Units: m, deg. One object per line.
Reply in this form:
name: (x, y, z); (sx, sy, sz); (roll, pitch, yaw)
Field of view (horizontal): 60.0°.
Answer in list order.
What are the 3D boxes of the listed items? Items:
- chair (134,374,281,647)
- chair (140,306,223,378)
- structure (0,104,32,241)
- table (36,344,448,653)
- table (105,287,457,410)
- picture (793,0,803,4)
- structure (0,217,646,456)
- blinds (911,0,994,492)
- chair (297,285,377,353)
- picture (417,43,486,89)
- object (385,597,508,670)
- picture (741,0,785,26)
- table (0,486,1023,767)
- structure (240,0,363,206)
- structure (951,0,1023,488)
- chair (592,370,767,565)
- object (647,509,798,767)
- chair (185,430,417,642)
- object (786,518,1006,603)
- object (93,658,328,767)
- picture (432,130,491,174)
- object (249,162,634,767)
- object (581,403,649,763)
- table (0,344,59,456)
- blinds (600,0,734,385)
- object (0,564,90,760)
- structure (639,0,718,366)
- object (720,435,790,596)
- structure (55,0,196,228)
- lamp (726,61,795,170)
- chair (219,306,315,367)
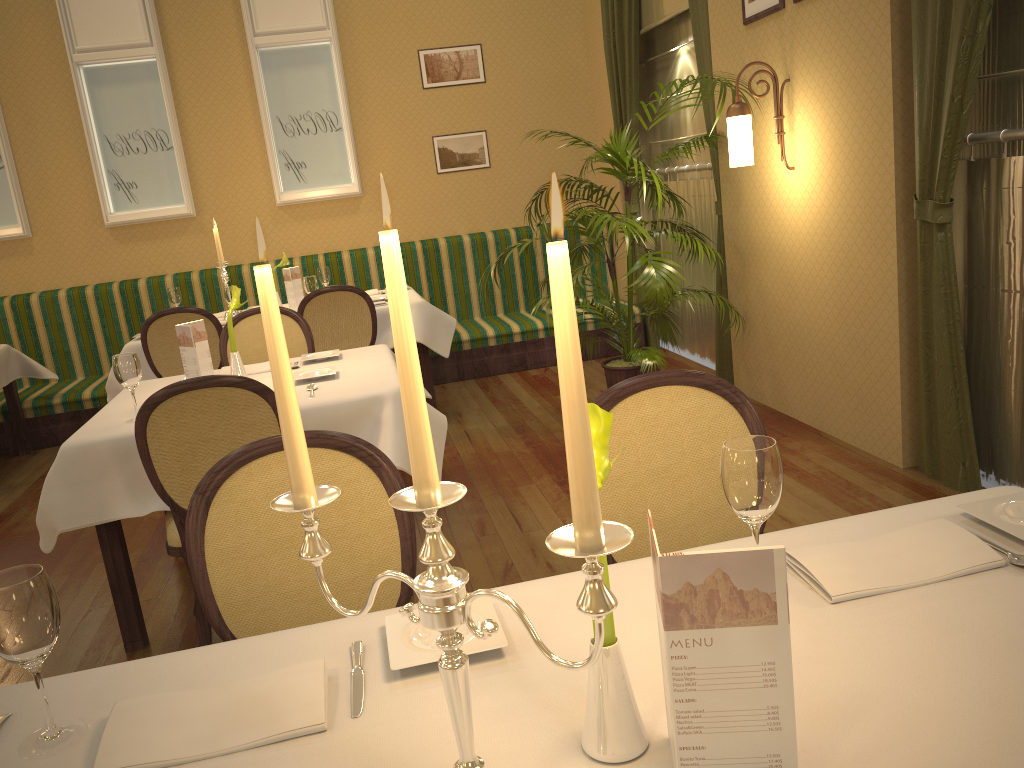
chair: (-0.896, 0.392, 2.894); (0.530, 0.955, 0.571); (-9, 13, -9)
chair: (-1.826, -0.003, 5.156); (0.530, 0.955, 0.571); (-9, 13, -9)
structure: (-4.086, -2.486, 6.225); (0.687, 2.985, 0.200); (-9, 13, -9)
table: (-0.943, 0.373, 3.441); (1.395, 0.759, 1.389); (-9, 13, -8)
table: (-1.402, -0.096, 5.767); (2.152, 0.759, 1.385); (-9, 13, -9)
picture: (1.276, -1.978, 3.742); (0.022, 0.619, 0.412); (-9, 13, -9)
structure: (-6.174, 0.332, 5.945); (14.516, 1.031, 0.850); (-9, 13, -9)
blinds: (1.609, -1.662, 2.389); (0.129, 4.537, 1.878); (-9, 13, -9)
chair: (-1.000, -0.131, 5.261); (0.530, 0.955, 0.571); (-9, 13, -9)
picture: (-0.468, -2.481, 6.927); (0.504, 0.294, 0.008); (-9, 13, -9)
object: (-0.096, 0.360, 1.261); (0.160, 0.024, 0.160); (-9, 13, -9)
picture: (1.178, -2.077, 4.232); (0.022, 0.619, 0.412); (-9, 13, -9)
table: (0.217, 0.778, 1.003); (2.152, 0.759, 1.385); (-9, 13, -9)
structure: (-1.685, -2.879, 6.623); (0.670, 2.985, 0.200); (-9, 13, -9)
structure: (1.725, -1.670, 2.418); (0.134, 4.511, 1.900); (-9, 13, -9)
chair: (0.425, 0.488, 1.732); (0.530, 0.955, 0.571); (-9, 13, -9)
object: (0.182, 0.282, 0.877); (0.081, 0.277, 0.166); (-17, 16, -37)
chair: (-0.327, 0.612, 1.607); (0.530, 0.955, 0.571); (-9, 13, -9)
object: (0.564, 0.260, 1.321); (0.273, 0.033, 0.142); (-9, 13, -9)
object: (-0.374, 0.422, 1.129); (0.273, 0.033, 0.142); (-9, 13, -9)
picture: (-0.402, -1.848, 7.068); (0.437, 0.294, 0.008); (-9, 13, -9)
object: (-0.070, 0.139, 0.800); (0.390, 0.655, 0.131); (6, 18, 45)
object: (0.102, 0.213, 0.997); (0.076, 0.375, 0.163); (-4, 13, 12)
table: (-4.031, 0.335, 5.331); (2.152, 0.759, 1.385); (-9, 13, -9)
blinds: (0.948, -2.343, 5.766); (0.225, 4.537, 1.934); (-9, 13, -10)
object: (-0.607, 0.349, 1.123); (0.088, 0.229, 0.088); (3, 16, 37)
structure: (1.060, -2.350, 5.789); (0.123, 4.511, 1.942); (-9, 13, -9)
object: (0.349, 0.194, 1.277); (0.088, 0.229, 0.088); (3, 16, 37)
structure: (-2.921, -2.677, 6.418); (0.661, 2.985, 0.200); (-9, 13, -9)
lamp: (1.161, -1.255, 4.195); (0.323, 0.513, 0.114); (-12, 13, -20)
chair: (-1.084, 0.143, 4.097); (0.530, 0.955, 0.571); (-9, 13, -9)
